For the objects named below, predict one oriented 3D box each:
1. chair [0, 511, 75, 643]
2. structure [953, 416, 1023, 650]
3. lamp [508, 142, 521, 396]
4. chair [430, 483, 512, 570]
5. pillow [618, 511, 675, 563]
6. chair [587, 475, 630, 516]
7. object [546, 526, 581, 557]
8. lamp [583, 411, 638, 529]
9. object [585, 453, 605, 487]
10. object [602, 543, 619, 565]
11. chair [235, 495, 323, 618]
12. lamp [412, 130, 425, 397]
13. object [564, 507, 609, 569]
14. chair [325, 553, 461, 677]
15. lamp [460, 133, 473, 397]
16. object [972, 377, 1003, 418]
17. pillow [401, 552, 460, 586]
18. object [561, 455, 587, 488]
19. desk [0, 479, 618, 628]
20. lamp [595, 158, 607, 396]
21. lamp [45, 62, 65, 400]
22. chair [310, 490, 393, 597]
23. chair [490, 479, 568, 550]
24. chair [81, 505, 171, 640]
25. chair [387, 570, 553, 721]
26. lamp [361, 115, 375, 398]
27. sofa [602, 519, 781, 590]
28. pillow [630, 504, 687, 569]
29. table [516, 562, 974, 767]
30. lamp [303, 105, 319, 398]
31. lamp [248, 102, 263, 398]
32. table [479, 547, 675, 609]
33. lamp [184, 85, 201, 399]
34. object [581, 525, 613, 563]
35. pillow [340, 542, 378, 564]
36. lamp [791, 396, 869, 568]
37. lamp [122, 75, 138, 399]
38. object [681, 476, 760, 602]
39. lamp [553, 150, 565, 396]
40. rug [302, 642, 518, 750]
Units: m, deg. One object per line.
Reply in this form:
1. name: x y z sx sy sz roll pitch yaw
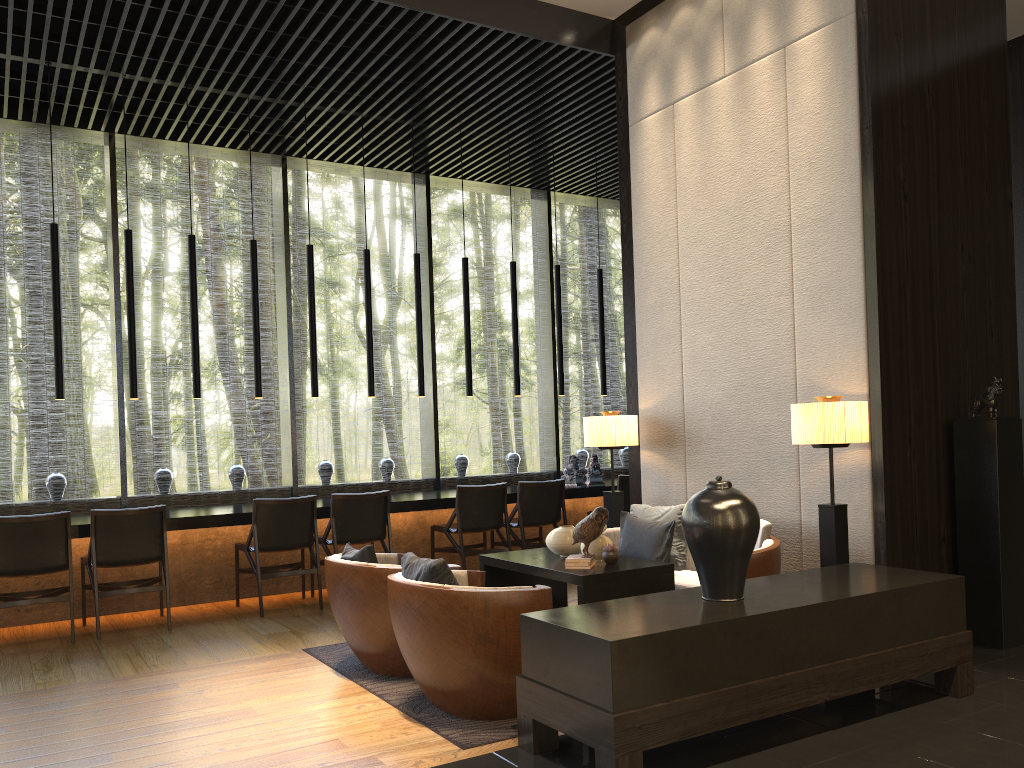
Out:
1. chair: -3.101 1.237 5.703 0.525 0.827 0.564 -1 -1 -31
2. structure: 2.573 0.787 4.758 0.240 1.217 0.240 -2 0 -31
3. lamp: 0.011 -1.094 8.319 0.060 2.420 0.060 -2 0 -36
4. chair: -0.326 1.238 7.350 0.525 0.827 0.564 -1 -1 -31
5. pillow: 0.828 0.968 5.414 0.219 0.361 0.472 -1 -2 -34
6. chair: 1.062 1.238 8.173 0.525 0.827 0.564 -1 -1 -31
7. object: 0.311 0.883 4.967 0.245 0.168 0.245 -3 -2 17
8. lamp: 0.707 0.868 6.169 0.375 1.350 0.375 -2 0 -1
9. object: 0.790 0.820 8.483 0.163 0.313 0.209 -2 -1 -6
10. object: 0.515 0.882 4.618 0.092 0.112 0.091 -3 -1 22
11. chair: -1.714 1.237 6.526 0.525 0.827 0.564 -1 -1 -31
12. lamp: -0.838 -1.094 7.815 0.060 2.420 0.060 -2 0 -36
13. object: 0.393 0.784 4.549 0.229 0.309 0.174 -2 -1 15
14. chair: -0.674 1.204 4.706 0.605 0.604 0.805 -1 -2 -31
15. lamp: -0.426 -1.094 8.060 0.060 2.420 0.060 -2 0 -36
16. object: 2.545 0.073 4.740 0.102 0.217 0.162 -1 -1 -43
17. pillow: -0.347 0.929 3.911 0.222 0.362 0.399 -1 -2 -30
18. object: 0.572 0.822 8.359 0.207 0.310 0.162 -3 -1 39
19. desk: -10.695 1.290 1.631 28.706 0.759 1.783 0 -3 -31
20. lamp: 0.877 -1.094 8.832 0.060 2.420 0.060 -2 0 -36
21. lamp: -3.289 -1.095 6.361 0.060 2.420 0.060 -2 0 -36
22. chair: -1.219 1.237 6.820 0.525 0.827 0.564 -1 -1 -31
23. chair: 0.169 1.238 7.643 0.525 0.827 0.564 -1 -1 -31
24. chair: -2.607 1.237 5.996 0.525 0.827 0.564 -1 -1 -31
25. chair: -0.237 1.145 3.970 0.605 0.604 0.805 -1 -2 -31
26. lamp: -1.242 -1.095 7.576 0.060 2.420 0.060 -2 0 -36
27. sofa: 1.002 1.132 5.243 0.602 0.693 1.452 -1 -3 -31
28. pillow: 0.909 0.955 5.580 0.433 0.399 0.201 -3 -1 38
29. table: 1.015 1.119 3.643 1.958 0.513 0.621 0 -3 -31
30. lamp: -1.670 -1.095 7.322 0.060 2.420 0.060 -2 0 -36
31. lamp: -2.068 -1.095 7.086 0.060 2.420 0.060 -2 0 -36
32. table: 0.330 1.217 4.852 0.575 0.517 1.044 -1 -3 -31
33. lamp: -2.475 -1.095 6.845 0.060 2.420 0.060 -2 0 -36
34. object: 0.452 0.817 4.726 0.174 0.257 0.174 -2 -1 -11
35. pillow: -0.786 0.991 4.648 0.205 0.338 0.442 -2 -2 -24
36. lamp: 1.656 0.741 4.567 0.375 1.350 0.375 -2 0 17
37. lamp: -2.865 -1.095 6.613 0.060 2.420 0.060 -2 0 -26
38. object: 0.844 0.618 3.578 0.311 0.492 0.312 -1 -1 -42
39. lamp: 0.440 -1.094 8.573 0.060 2.420 0.060 -2 0 -36
40. rug: 0.255 1.478 4.861 2.239 0.008 2.045 0 -4 -31
